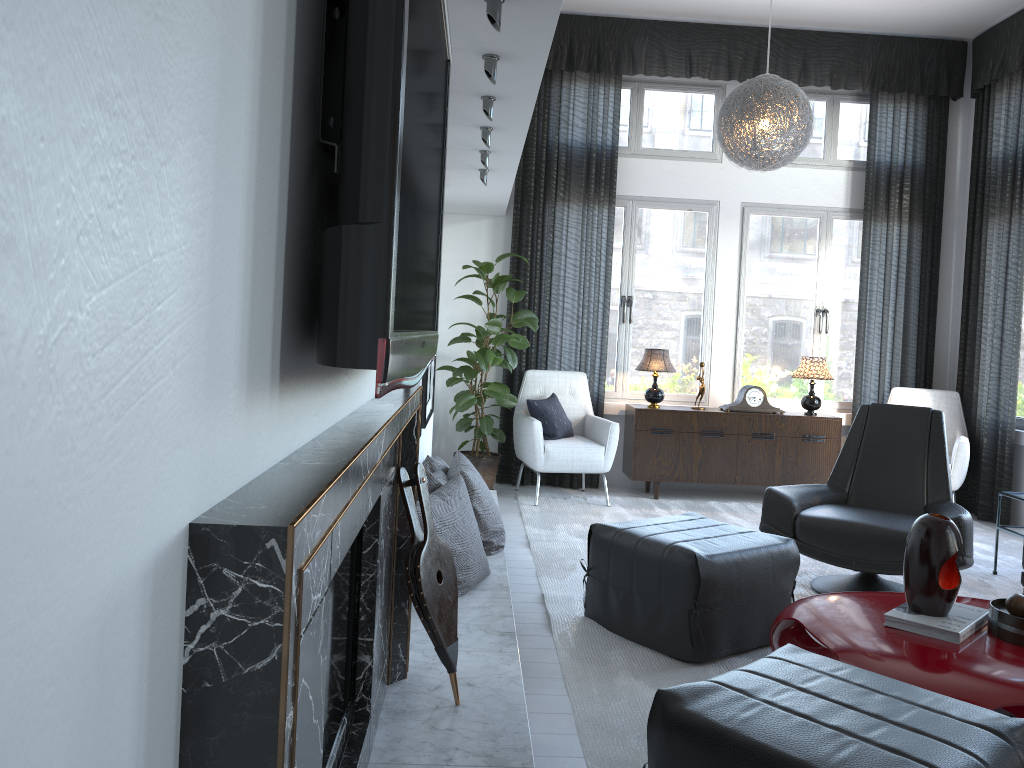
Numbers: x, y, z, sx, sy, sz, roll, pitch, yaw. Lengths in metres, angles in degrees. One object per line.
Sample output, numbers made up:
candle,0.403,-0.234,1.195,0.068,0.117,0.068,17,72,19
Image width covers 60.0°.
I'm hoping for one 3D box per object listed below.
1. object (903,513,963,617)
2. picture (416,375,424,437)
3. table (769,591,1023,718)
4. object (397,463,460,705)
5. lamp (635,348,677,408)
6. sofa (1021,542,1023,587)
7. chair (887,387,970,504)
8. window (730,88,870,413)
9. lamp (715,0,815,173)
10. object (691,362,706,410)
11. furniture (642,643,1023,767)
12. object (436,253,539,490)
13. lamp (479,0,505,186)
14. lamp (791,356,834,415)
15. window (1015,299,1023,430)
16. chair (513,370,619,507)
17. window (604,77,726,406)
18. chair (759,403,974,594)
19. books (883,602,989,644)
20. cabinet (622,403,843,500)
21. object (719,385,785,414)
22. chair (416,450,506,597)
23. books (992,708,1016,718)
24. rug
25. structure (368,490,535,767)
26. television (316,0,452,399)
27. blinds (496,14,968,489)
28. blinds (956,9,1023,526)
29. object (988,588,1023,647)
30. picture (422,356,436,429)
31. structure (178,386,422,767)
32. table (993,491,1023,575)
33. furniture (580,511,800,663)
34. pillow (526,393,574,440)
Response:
object,1.200,0.511,2.530,0.151,0.280,0.153,4,2,37
picture,-0.347,-0.027,3.189,0.020,0.522,0.792,3,3,-3
table,1.294,0.836,2.525,0.942,0.300,0.940,3,3,-3
object,-0.199,0.494,2.218,0.175,0.580,0.196,2,1,-22
lamp,0.972,-0.039,6.006,0.280,0.397,0.281,4,2,23
sofa,2.514,0.732,2.599,0.936,0.616,1.907,3,3,-3
chair,2.724,0.452,5.919,0.594,0.823,0.613,4,2,27
window,2.259,-0.957,6.398,1.268,2.321,0.133,3,1,-3
lamp,1.399,-1.809,4.836,0.512,1.305,0.515,3,1,-8
object,1.280,0.010,6.048,0.096,0.324,0.096,3,1,-3
furniture,0.641,0.817,1.749,0.613,0.377,0.600,0,4,-44
object,-0.160,-0.064,5.712,0.937,1.588,0.639,4,2,43
lamp,-0.055,-0.917,2.398,0.053,0.081,4.260,3,3,-3
lamp,2.050,0.012,6.053,0.280,0.397,0.281,4,2,23
window,3.353,-0.843,5.408,0.133,2.321,1.269,3,2,-3
chair,0.337,0.336,5.828,0.593,0.823,0.613,2,2,-13
window,0.844,-1.025,6.336,1.268,2.321,0.133,3,1,-3
chair,1.644,0.510,3.968,0.841,0.809,0.804,5,3,35
books,1.220,0.668,2.533,0.201,0.030,0.306,6,5,42
cabinet,1.491,0.487,6.086,1.398,0.612,0.386,3,2,-3
object,1.640,0.100,6.050,0.406,0.180,0.181,3,2,-3
chair,-0.210,0.515,3.639,0.391,0.431,1.338,3,3,-2
books,1.293,0.952,2.545,0.272,0.054,0.205,1,4,-27
rug,1.667,1.026,2.129,2.954,0.032,7.781,3,3,-3
structure,-0.135,0.895,1.532,0.393,0.135,7.218,3,3,-3
television,-0.199,-0.376,1.505,0.129,0.751,1.160,3,3,-2
blinds,1.549,-0.861,6.238,3.211,3.275,0.189,3,1,-3
blinds,3.234,-0.686,4.706,0.189,3.274,3.216,3,2,-3
object,1.450,0.637,2.440,0.243,0.133,0.242,5,3,35
picture,-0.389,-0.091,4.228,0.020,0.522,0.792,3,3,-3
structure,-0.486,0.505,1.517,0.520,0.923,1.689,3,3,-3
table,2.681,0.762,4.076,0.593,0.410,0.594,3,3,-3
furniture,0.656,0.725,3.306,0.598,0.377,0.615,1,4,-39
pillow,0.256,0.215,5.818,0.253,0.295,0.357,4,3,24
